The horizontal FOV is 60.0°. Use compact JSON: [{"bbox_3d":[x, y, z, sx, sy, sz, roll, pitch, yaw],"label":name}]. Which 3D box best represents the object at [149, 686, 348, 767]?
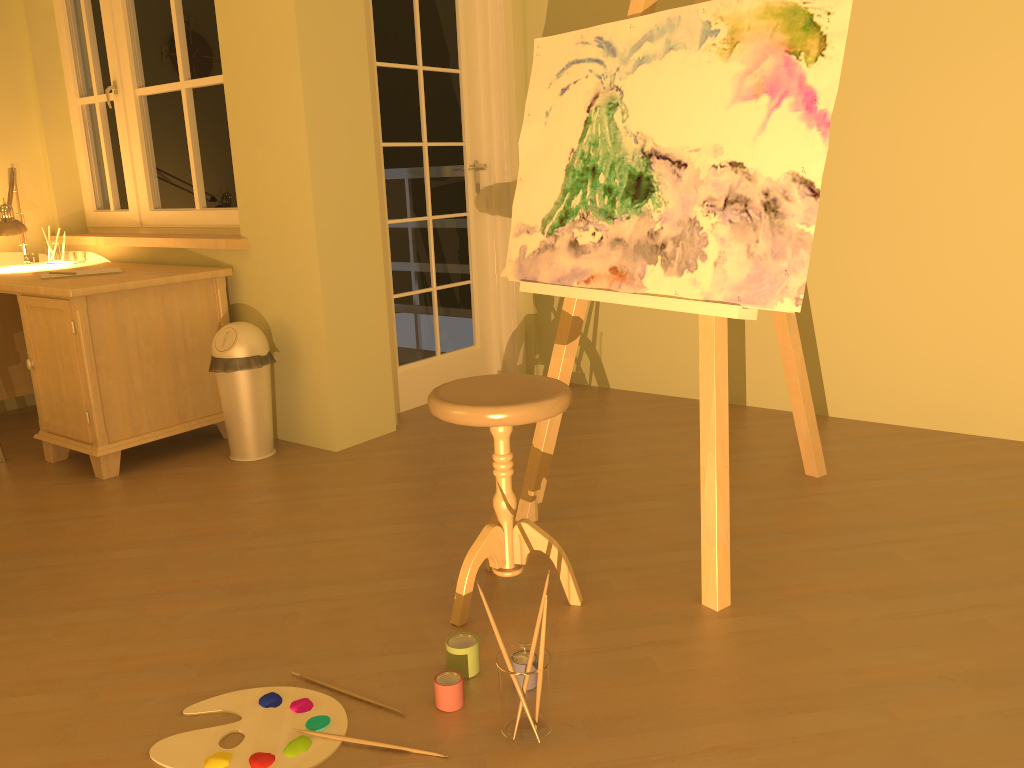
[{"bbox_3d":[-0.505,0.682,1.765,0.366,0.014,0.288,0,14,9],"label":"object"}]

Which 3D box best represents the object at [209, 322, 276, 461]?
[{"bbox_3d":[-1.049,0.021,3.491,0.255,0.535,0.248,-7,14,-17],"label":"object"}]

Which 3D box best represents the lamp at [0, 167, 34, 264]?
[{"bbox_3d":[-2.317,-0.766,4.084,0.140,0.455,0.484,-9,15,-27],"label":"lamp"}]

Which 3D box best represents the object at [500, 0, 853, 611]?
[{"bbox_3d":[0.419,-0.448,2.521,0.972,1.896,1.132,2,14,20],"label":"object"}]

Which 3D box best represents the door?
[{"bbox_3d":[-0.383,-0.896,4.048,0.098,2.033,0.884,8,17,36],"label":"door"}]

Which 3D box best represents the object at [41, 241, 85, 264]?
[{"bbox_3d":[-2.149,-0.628,4.229,0.240,0.105,0.070,5,16,29],"label":"object"}]

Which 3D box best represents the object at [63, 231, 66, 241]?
[{"bbox_3d":[-2.151,-0.662,4.252,0.043,0.138,0.010,0,14,11],"label":"object"}]

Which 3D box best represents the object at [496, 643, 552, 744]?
[{"bbox_3d":[0.025,0.598,1.709,0.106,0.157,0.106,0,14,9],"label":"object"}]

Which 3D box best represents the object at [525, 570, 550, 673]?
[{"bbox_3d":[0.039,0.525,1.728,0.010,0.286,0.159,6,16,32],"label":"object"}]

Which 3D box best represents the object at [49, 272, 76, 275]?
[{"bbox_3d":[-1.831,-0.451,3.610,0.166,0.009,0.008,5,15,28],"label":"object"}]

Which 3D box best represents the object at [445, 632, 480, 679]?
[{"bbox_3d":[-0.107,0.592,1.935,0.073,0.073,0.073,9,18,40],"label":"object"}]

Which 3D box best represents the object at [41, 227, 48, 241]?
[{"bbox_3d":[-2.233,-0.677,4.270,0.009,0.162,0.053,1,14,13],"label":"object"}]

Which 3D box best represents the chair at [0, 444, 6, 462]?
[{"bbox_3d":[-2.440,-0.069,3.583,0.546,0.785,0.531,-11,16,-31],"label":"chair"}]

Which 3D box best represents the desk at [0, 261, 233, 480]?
[{"bbox_3d":[-1.894,-0.129,3.876,1.396,0.720,0.684,8,17,36],"label":"desk"}]

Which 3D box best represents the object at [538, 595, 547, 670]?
[{"bbox_3d":[0.054,0.526,1.655,0.010,0.319,0.069,-9,15,-25],"label":"object"}]

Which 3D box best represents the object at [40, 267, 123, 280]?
[{"bbox_3d":[-1.773,-0.456,3.653,0.300,0.010,0.210,-9,15,-27],"label":"object"}]

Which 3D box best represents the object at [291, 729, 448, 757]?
[{"bbox_3d":[-0.276,0.687,1.700,0.325,0.015,0.010,1,14,15],"label":"object"}]

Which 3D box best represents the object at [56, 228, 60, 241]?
[{"bbox_3d":[-2.201,-0.674,4.278,0.073,0.155,0.008,-2,14,2],"label":"object"}]

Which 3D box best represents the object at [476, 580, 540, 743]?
[{"bbox_3d":[-0.009,0.534,1.714,0.010,0.278,0.172,-14,17,-39],"label":"object"}]

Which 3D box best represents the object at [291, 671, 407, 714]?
[{"bbox_3d":[-0.351,0.651,1.875,0.325,0.010,0.010,6,16,32],"label":"object"}]

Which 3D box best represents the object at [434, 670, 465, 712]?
[{"bbox_3d":[-0.129,0.629,1.817,0.060,0.060,0.060,2,14,19],"label":"object"}]

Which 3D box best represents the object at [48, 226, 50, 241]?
[{"bbox_3d":[-2.236,-0.681,4.286,0.009,0.165,0.034,5,16,29],"label":"object"}]

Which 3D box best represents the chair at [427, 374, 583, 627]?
[{"bbox_3d":[-0.024,0.280,2.201,0.364,0.551,0.348,-14,18,-40],"label":"chair"}]

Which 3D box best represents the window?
[{"bbox_3d":[-1.635,-1.316,4.018,1.486,1.263,0.142,8,17,36],"label":"window"}]

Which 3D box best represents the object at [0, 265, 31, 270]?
[{"bbox_3d":[-2.359,-0.524,4.040,0.300,0.009,0.040,-8,15,-22],"label":"object"}]
